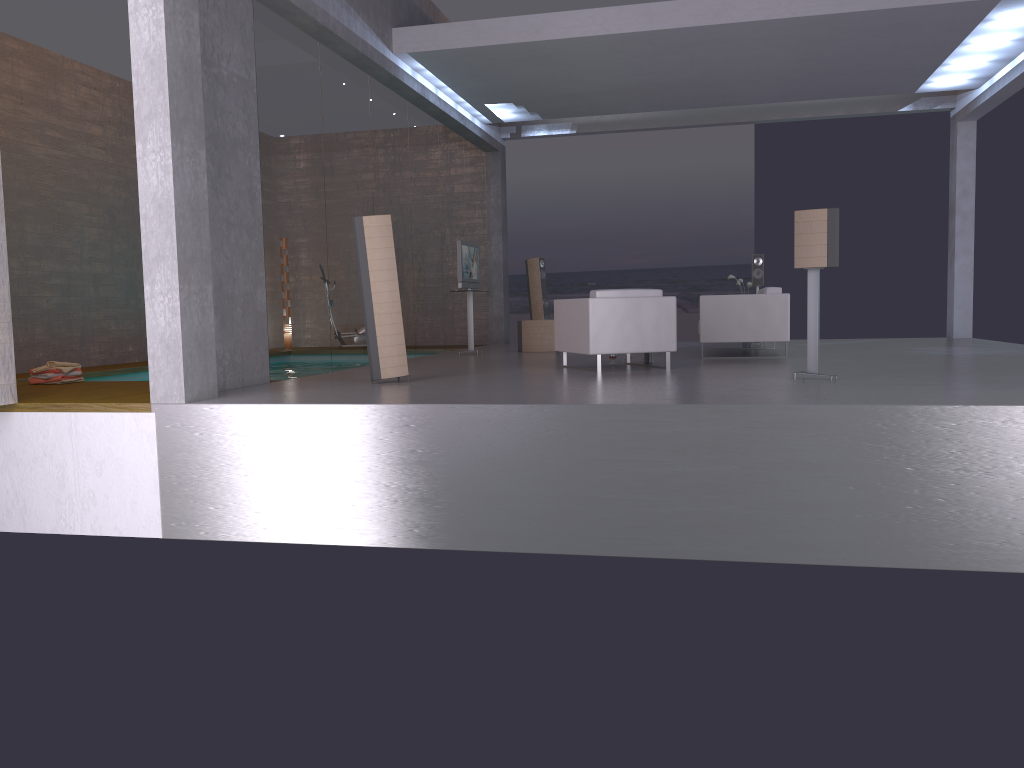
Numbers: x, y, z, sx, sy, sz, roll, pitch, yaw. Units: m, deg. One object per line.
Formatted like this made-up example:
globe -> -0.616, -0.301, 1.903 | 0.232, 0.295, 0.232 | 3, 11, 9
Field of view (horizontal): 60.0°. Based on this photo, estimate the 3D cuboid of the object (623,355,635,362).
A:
object -> 1.320, -0.289, 10.039 | 0.079, 0.087, 0.235 | -3, 5, -20

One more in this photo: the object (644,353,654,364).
object -> 1.501, -0.444, 9.755 | 0.109, 0.435, 0.109 | 3, 6, 40

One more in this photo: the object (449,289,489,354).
object -> -0.595, -0.907, 12.707 | 0.360, 0.958, 0.818 | 0, 5, 13

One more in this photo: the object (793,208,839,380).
object -> 2.453, -0.716, 7.154 | 0.333, 1.363, 0.243 | 3, 7, 44

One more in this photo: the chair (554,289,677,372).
chair -> 1.039, -0.567, 9.146 | 0.936, 0.808, 1.026 | -3, 5, -17

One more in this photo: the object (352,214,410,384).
object -> -1.165, -0.744, 7.812 | 0.444, 1.473, 0.244 | -4, 6, -32

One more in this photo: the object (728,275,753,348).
object -> 3.355, -1.044, 12.711 | 0.400, 1.051, 0.387 | -5, 6, -39

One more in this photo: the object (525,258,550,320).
object -> 0.427, -1.361, 14.798 | 0.444, 1.469, 0.244 | 2, 6, 38

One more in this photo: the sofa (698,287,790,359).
sofa -> 2.919, -0.801, 11.322 | 1.026, 0.824, 2.353 | 0, 5, 13

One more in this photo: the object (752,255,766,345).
object -> 3.752, -1.277, 13.513 | 0.243, 1.363, 0.333 | 0, 5, 19

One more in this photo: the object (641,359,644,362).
object -> 1.509, -0.289, 9.987 | 0.079, 0.087, 0.235 | -2, 5, -9

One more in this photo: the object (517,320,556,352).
object -> 0.405, -0.714, 13.134 | 0.604, 0.459, 0.514 | 0, 5, 13

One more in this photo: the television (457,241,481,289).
television -> -0.611, -1.682, 12.638 | 0.054, 0.644, 1.000 | 0, 5, 13

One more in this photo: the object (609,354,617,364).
object -> 1.124, -0.344, 9.889 | 0.091, 0.233, 0.091 | 3, 6, 41
